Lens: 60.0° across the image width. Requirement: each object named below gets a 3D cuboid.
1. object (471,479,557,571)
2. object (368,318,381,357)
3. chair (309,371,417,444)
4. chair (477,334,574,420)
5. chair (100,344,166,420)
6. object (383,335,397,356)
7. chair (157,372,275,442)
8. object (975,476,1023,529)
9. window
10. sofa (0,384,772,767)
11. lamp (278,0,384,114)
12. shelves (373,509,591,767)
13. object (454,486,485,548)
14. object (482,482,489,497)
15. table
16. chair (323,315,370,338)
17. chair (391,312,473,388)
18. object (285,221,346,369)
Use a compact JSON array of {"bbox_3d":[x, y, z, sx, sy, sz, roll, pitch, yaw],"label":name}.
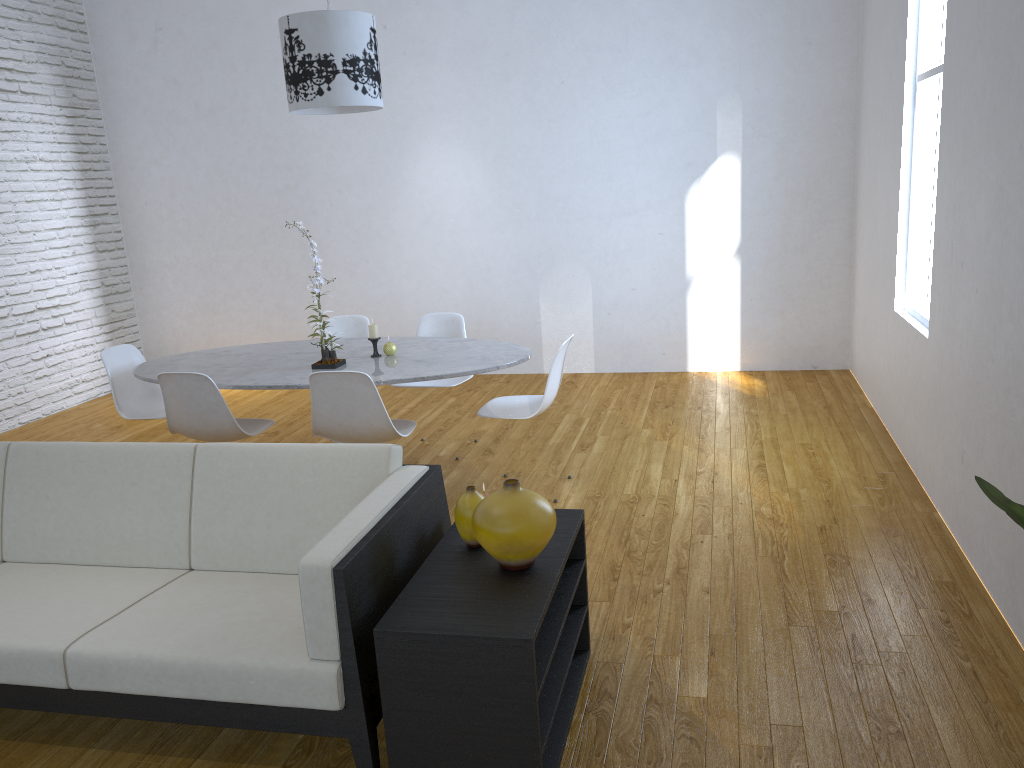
[{"bbox_3d":[0.005,0.337,2.149,0.206,0.217,0.206,-13,17,-34],"label":"object"},{"bbox_3d":[-0.627,-0.213,4.030,0.059,0.178,0.058,-4,14,-1],"label":"object"},{"bbox_3d":[-0.623,0.073,3.641,0.405,0.354,0.416,-1,14,13],"label":"chair"},{"bbox_3d":[0.065,-0.033,3.903,0.419,0.354,0.402,0,14,15],"label":"chair"},{"bbox_3d":[-1.745,-0.014,4.336,0.419,0.354,0.402,0,14,15],"label":"chair"},{"bbox_3d":[-0.560,-0.178,4.052,0.062,0.092,0.062,-11,16,-28],"label":"object"},{"bbox_3d":[-1.279,0.075,3.819,0.405,0.354,0.416,1,14,17],"label":"chair"},{"bbox_3d":[0.910,0.573,1.193,0.380,0.988,0.480,-7,15,-13],"label":"object"},{"bbox_3d":[1.808,-1.311,3.710,0.074,2.145,0.768,0,15,13],"label":"window"},{"bbox_3d":[-1.452,0.734,1.880,5.337,0.684,9.650,-1,13,14],"label":"sofa"},{"bbox_3d":[-0.799,-1.920,3.599,0.398,1.550,0.397,-9,15,-19],"label":"lamp"},{"bbox_3d":[-0.033,0.660,2.259,0.349,0.455,0.724,0,14,13],"label":"shelves"},{"bbox_3d":[-0.100,0.341,2.286,0.095,0.161,0.095,-13,17,-34],"label":"object"},{"bbox_3d":[-0.076,0.324,2.480,0.071,0.105,0.071,8,18,39],"label":"object"},{"bbox_3d":[-0.831,0.183,4.168,1.910,0.627,1.062,-1,14,13],"label":"table"},{"bbox_3d":[-0.932,-0.162,4.745,0.405,0.354,0.416,-1,14,12],"label":"chair"},{"bbox_3d":[-0.416,-0.165,4.609,0.405,0.354,0.416,0,14,16],"label":"chair"},{"bbox_3d":[-0.818,-0.387,3.832,0.166,0.643,0.201,9,19,40],"label":"object"}]
